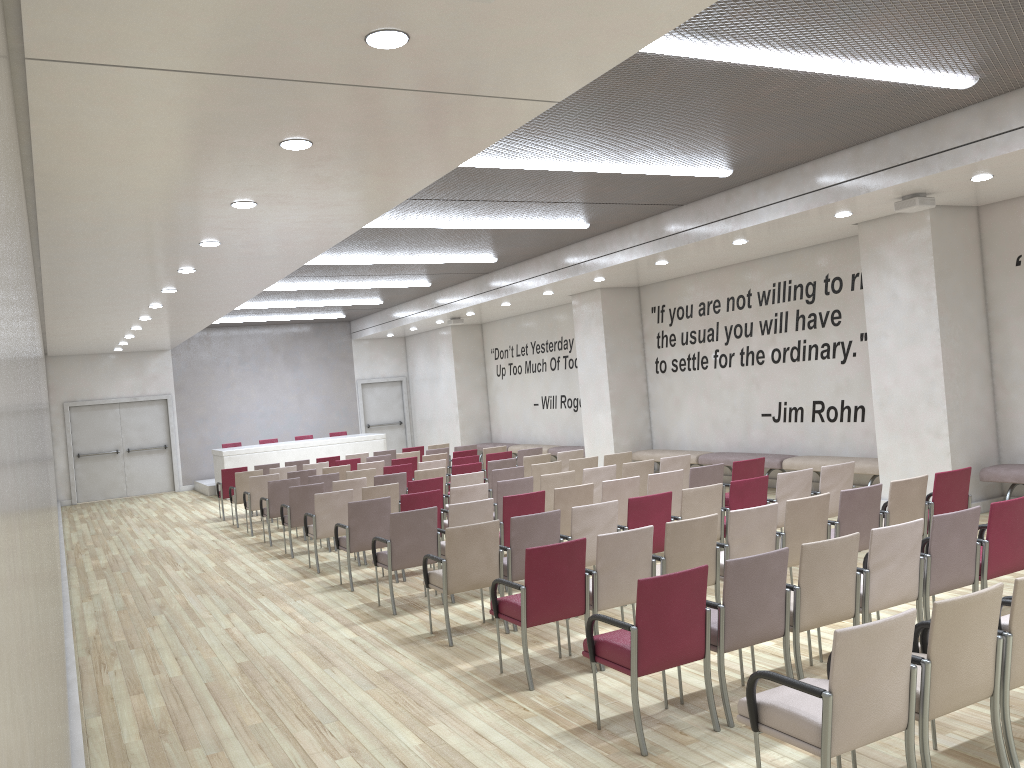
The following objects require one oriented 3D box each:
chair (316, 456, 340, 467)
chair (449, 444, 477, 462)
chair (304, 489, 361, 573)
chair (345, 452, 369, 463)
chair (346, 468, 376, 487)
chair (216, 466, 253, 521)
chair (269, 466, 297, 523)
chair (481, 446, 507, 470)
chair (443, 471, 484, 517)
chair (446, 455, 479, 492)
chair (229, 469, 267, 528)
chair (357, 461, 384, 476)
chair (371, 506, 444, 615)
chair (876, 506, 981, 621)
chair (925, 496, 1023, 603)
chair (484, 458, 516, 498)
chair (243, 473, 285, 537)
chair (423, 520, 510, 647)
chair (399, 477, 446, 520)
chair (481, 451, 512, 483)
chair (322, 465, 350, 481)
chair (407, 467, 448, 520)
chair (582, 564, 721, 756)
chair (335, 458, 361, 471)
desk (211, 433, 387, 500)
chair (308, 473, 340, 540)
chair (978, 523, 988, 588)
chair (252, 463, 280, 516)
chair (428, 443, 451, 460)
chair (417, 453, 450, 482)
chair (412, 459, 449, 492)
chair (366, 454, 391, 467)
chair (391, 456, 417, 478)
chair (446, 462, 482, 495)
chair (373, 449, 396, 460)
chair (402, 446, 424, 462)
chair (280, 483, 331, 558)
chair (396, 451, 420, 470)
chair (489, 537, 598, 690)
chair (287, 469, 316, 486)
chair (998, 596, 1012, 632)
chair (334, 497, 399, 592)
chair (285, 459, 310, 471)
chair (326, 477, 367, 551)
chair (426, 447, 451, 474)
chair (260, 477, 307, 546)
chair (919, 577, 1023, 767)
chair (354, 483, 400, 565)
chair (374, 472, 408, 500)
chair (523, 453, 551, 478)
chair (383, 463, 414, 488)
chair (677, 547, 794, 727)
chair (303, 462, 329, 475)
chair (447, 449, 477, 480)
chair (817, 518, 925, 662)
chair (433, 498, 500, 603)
[{"bbox_3d":[-3.451,1.787,16.431,0.513,0.890,0.640,-5,0,-28],"label":"chair"},{"bbox_3d":[-0.935,1.569,16.346,0.513,0.890,0.640,-5,0,-27],"label":"chair"},{"bbox_3d":[-2.089,1.660,10.209,0.513,0.890,0.640,-5,0,-27],"label":"chair"},{"bbox_3d":[-2.961,1.745,16.691,0.513,0.890,0.640,-5,0,-27],"label":"chair"},{"bbox_3d":[-2.247,1.678,12.900,0.513,0.890,0.640,-5,0,-27],"label":"chair"},{"bbox_3d":[-4.917,1.913,15.662,0.513,0.890,0.640,-5,0,-27],"label":"chair"},{"bbox_3d":[-3.857,1.820,14.827,0.513,0.890,0.640,-5,0,-27],"label":"chair"},{"bbox_3d":[-0.387,1.520,15.258,0.513,0.890,0.640,-5,0,-28],"label":"chair"},{"bbox_3d":[-0.637,1.535,10.976,0.513,0.890,0.640,-5,0,-28],"label":"chair"},{"bbox_3d":[-0.791,1.553,13.651,0.513,0.890,0.640,-5,0,-27],"label":"chair"},{"bbox_3d":[-4.348,1.862,14.583,0.513,0.890,0.640,-5,0,-28],"label":"chair"},{"bbox_3d":[-2.318,1.686,14.242,0.513,0.890,0.640,-5,0,-27],"label":"chair"},{"bbox_3d":[-0.959,1.559,8.037,0.513,0.890,0.640,-5,0,-28],"label":"chair"},{"bbox_3d":[2.674,1.241,5.770,0.513,0.890,0.640,-5,0,-27],"label":"chair"},{"bbox_3d":[3.161,1.199,6.027,0.513,0.890,0.640,-5,0,-28],"label":"chair"},{"bbox_3d":[-0.232,1.503,12.570,0.513,0.890,0.640,-5,0,-28],"label":"chair"},{"bbox_3d":[-3.783,1.811,13.477,0.513,0.890,0.640,-5,0,-27],"label":"chair"},{"bbox_3d":[-0.385,1.507,6.940,0.513,0.890,0.640,-5,0,-26],"label":"chair"},{"bbox_3d":[-1.114,1.576,10.714,0.513,0.890,0.640,-5,0,-28],"label":"chair"},{"bbox_3d":[-0.293,1.510,13.922,0.513,0.890,0.640,-5,0,-28],"label":"chair"},{"bbox_3d":[-2.818,1.729,13.994,0.513,0.890,0.640,-5,0,-28],"label":"chair"},{"bbox_3d":[-1.184,1.584,12.058,0.513,0.890,0.640,-5,0,-27],"label":"chair"},{"bbox_3d":[0.725,1.408,4.758,0.513,0.890,0.640,-5,0,-28],"label":"chair"},{"bbox_3d":[-2.886,1.737,15.350,0.513,0.890,0.640,-5,0,-27],"label":"chair"},{"bbox_3d":[-4.806,1.834,20.246,3.652,1.042,1.456,-5,0,-27],"label":"desk"},{"bbox_3d":[-2.726,1.719,12.649,0.513,0.890,0.640,-5,0,-28],"label":"chair"},{"bbox_3d":[3.652,1.157,6.270,0.513,0.890,0.640,-5,0,-27],"label":"chair"},{"bbox_3d":[-4.421,1.870,15.921,0.513,0.890,0.640,-5,0,-27],"label":"chair"},{"bbox_3d":[-1.511,1.621,17.432,0.513,0.890,0.640,-5,0,-27],"label":"chair"},{"bbox_3d":[-1.356,1.603,14.755,0.513,0.890,0.640,-5,0,-28],"label":"chair"},{"bbox_3d":[-1.276,1.594,13.408,0.513,0.890,0.640,-5,0,-28],"label":"chair"},{"bbox_3d":[-2.395,1.695,15.589,0.513,0.890,0.640,-5,0,-27],"label":"chair"},{"bbox_3d":[-1.825,1.644,14.498,0.513,0.890,0.640,-5,0,-28],"label":"chair"},{"bbox_3d":[-0.712,1.544,12.326,0.513,0.890,0.640,-5,0,-28],"label":"chair"},{"bbox_3d":[-2.483,1.704,16.929,0.513,0.890,0.640,-5,0,-27],"label":"chair"},{"bbox_3d":[-1.985,1.662,17.191,0.513,0.890,0.640,-5,0,-28],"label":"chair"},{"bbox_3d":[-2.651,1.710,11.311,0.513,0.890,0.640,-5,0,-27],"label":"chair"},{"bbox_3d":[-1.921,1.654,15.849,0.513,0.890,0.640,-5,0,-28],"label":"chair"},{"bbox_3d":[0.183,1.456,5.848,0.513,0.890,0.640,-5,0,-28],"label":"chair"},{"bbox_3d":[-3.292,1.769,13.735,0.513,0.890,0.640,-5,0,-28],"label":"chair"},{"bbox_3d":[2.753,1.232,4.421,0.513,0.890,0.640,-5,0,-26],"label":"chair"},{"bbox_3d":[-1.519,1.609,9.127,0.513,0.890,0.640,-5,0,-27],"label":"chair"},{"bbox_3d":[-3.946,1.830,16.182,0.513,0.890,0.640,-5,0,-27],"label":"chair"},{"bbox_3d":[-2.161,1.668,11.549,0.513,0.890,0.640,-5,0,-27],"label":"chair"},{"bbox_3d":[-1.421,1.611,16.095,0.513,0.890,0.640,-5,0,-27],"label":"chair"},{"bbox_3d":[-3.220,1.761,12.398,0.513,0.890,0.640,-5,0,-28],"label":"chair"},{"bbox_3d":[2.269,1.273,4.167,0.513,0.890,0.640,-5,0,-27],"label":"chair"},{"bbox_3d":[-1.608,1.618,10.458,0.513,0.890,0.640,-5,0,-27],"label":"chair"},{"bbox_3d":[-1.676,1.626,11.804,0.513,0.890,0.640,-5,0,-27],"label":"chair"},{"bbox_3d":[0.260,1.461,12.817,0.513,0.890,0.640,-5,0,-28],"label":"chair"},{"bbox_3d":[-1.758,1.636,13.166,0.513,0.890,0.640,-5,0,-28],"label":"chair"},{"bbox_3d":[1.225,1.365,5.019,0.513,0.890,0.640,-5,0,-28],"label":"chair"},{"bbox_3d":[-3.380,1.779,15.090,0.513,0.890,0.640,-5,0,-28],"label":"chair"},{"bbox_3d":[-0.874,1.562,15.007,0.513,0.890,0.640,-5,0,-28],"label":"chair"},{"bbox_3d":[2.197,1.282,5.517,0.513,0.890,0.640,-5,0,-27],"label":"chair"},{"bbox_3d":[-0.461,1.516,8.280,0.513,0.890,0.640,-5,0,-27],"label":"chair"}]
